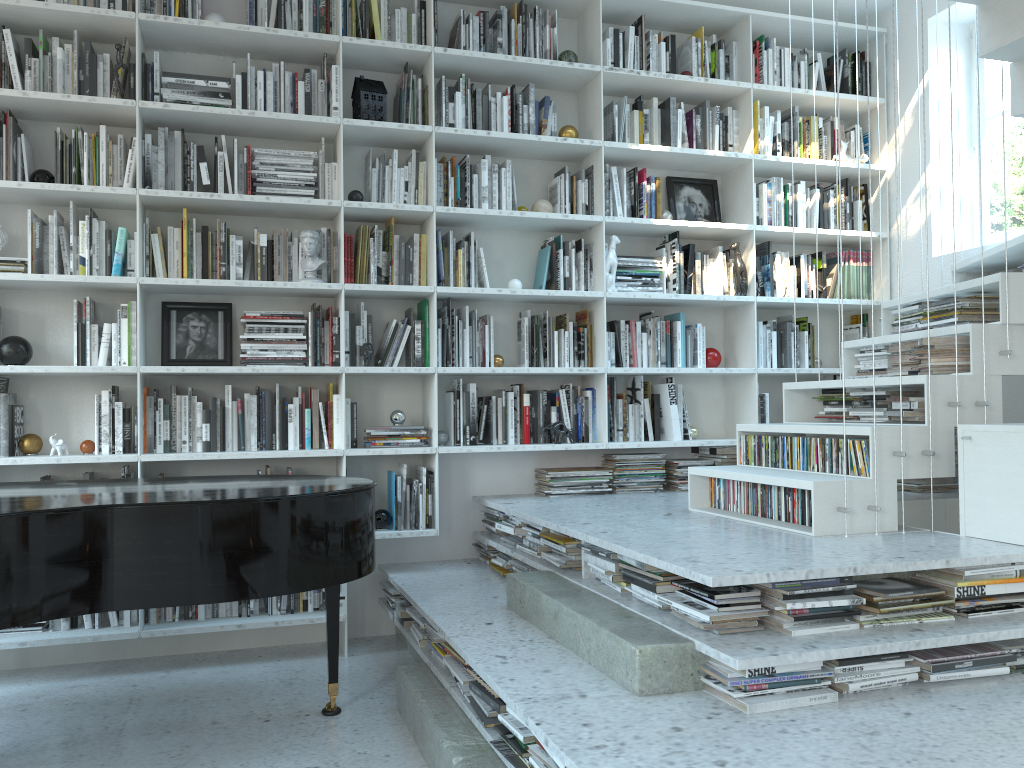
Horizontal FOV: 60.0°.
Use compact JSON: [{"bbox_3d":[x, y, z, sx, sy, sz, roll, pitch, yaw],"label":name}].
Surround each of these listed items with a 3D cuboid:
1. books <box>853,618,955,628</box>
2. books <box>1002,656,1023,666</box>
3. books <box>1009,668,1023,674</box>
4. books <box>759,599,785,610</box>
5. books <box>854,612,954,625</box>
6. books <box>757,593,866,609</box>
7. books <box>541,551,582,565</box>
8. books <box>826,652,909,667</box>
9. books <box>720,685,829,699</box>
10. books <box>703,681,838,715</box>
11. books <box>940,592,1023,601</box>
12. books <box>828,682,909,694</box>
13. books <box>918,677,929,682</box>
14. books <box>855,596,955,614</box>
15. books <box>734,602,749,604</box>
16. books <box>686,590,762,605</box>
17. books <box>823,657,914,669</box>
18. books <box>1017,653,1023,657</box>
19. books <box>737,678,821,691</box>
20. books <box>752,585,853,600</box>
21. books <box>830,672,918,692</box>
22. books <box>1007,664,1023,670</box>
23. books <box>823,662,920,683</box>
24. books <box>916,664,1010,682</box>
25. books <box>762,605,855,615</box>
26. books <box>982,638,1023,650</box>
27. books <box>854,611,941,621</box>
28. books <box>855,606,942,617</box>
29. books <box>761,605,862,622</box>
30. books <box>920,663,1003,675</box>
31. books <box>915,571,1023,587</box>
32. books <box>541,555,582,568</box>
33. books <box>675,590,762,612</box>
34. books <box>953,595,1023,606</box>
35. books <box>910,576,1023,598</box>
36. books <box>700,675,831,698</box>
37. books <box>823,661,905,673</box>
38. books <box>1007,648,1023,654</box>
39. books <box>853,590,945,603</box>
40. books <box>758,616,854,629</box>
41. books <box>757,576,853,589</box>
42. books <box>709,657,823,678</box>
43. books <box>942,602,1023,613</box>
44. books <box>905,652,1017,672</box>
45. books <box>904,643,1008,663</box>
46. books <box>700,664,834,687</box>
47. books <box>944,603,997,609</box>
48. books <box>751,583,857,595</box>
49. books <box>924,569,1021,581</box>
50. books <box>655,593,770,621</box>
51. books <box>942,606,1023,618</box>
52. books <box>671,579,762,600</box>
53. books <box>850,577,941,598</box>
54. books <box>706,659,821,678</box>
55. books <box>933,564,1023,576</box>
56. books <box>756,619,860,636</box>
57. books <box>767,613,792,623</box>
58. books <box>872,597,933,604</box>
[{"bbox_3d":[1.073,0.659,2.521,0.291,0.007,0.174,0,-2,-15],"label":"books"},{"bbox_3d":[1.439,0.765,2.527,0.234,0.017,0.151,0,-2,-17],"label":"books"},{"bbox_3d":[1.441,0.786,2.520,0.261,0.006,0.151,0,-2,-22],"label":"books"},{"bbox_3d":[0.802,0.595,2.448,0.260,0.009,0.153,0,-2,-15],"label":"books"},{"bbox_3d":[1.073,0.653,2.520,0.287,0.005,0.165,0,-2,-13],"label":"books"},{"bbox_3d":[0.808,0.582,2.427,0.230,0.015,0.190,0,-2,-13],"label":"books"},{"bbox_3d":[0.241,0.670,3.440,0.178,0.014,0.247,0,-2,-20],"label":"books"},{"bbox_3d":[0.913,0.715,2.363,0.220,0.013,0.149,0,-2,-19],"label":"books"},{"bbox_3d":[0.646,0.764,2.268,0.264,0.006,0.164,0,-2,-17],"label":"books"},{"bbox_3d":[0.652,0.779,2.249,0.262,0.023,0.200,0,-2,-20],"label":"books"},{"bbox_3d":[1.353,0.611,2.624,0.268,0.014,0.160,0,-2,-19],"label":"books"},{"bbox_3d":[0.915,0.783,2.358,0.208,0.015,0.152,0,-2,-20],"label":"books"},{"bbox_3d":[1.185,0.786,2.450,0.249,0.009,0.144,0,-2,-19],"label":"books"},{"bbox_3d":[1.076,0.613,2.511,0.273,0.014,0.188,0,-2,-23],"label":"books"},{"bbox_3d":[0.595,0.589,2.484,0.091,0.011,0.190,0,-2,-20],"label":"books"},{"bbox_3d":[0.569,0.580,2.476,0.132,0.009,0.269,0,-2,-14],"label":"books"},{"bbox_3d":[0.914,0.724,2.360,0.242,0.005,0.152,0,-2,-17],"label":"books"},{"bbox_3d":[1.438,0.753,2.531,0.225,0.007,0.133,0,-2,-14],"label":"books"},{"bbox_3d":[0.648,0.743,2.262,0.210,0.012,0.168,0,-2,-14],"label":"books"},{"bbox_3d":[0.800,0.566,2.452,0.221,0.018,0.154,0,-2,-17],"label":"books"},{"bbox_3d":[0.919,0.766,2.344,0.232,0.019,0.169,0,-2,-23],"label":"books"},{"bbox_3d":[1.440,0.779,2.525,0.179,0.010,0.160,0,-2,-18],"label":"books"},{"bbox_3d":[0.916,0.750,2.355,0.272,0.012,0.158,0,-2,-20],"label":"books"},{"bbox_3d":[1.191,0.771,2.430,0.250,0.018,0.177,0,-2,-15],"label":"books"},{"bbox_3d":[0.803,0.605,2.445,0.210,0.012,0.168,0,-2,-17],"label":"books"},{"bbox_3d":[1.436,0.733,2.536,0.215,0.007,0.130,0,-2,-16],"label":"books"},{"bbox_3d":[1.067,0.644,2.540,0.293,0.014,0.134,0,-2,-21],"label":"books"},{"bbox_3d":[1.071,0.628,2.525,0.214,0.015,0.177,0,-2,-17],"label":"books"},{"bbox_3d":[0.806,0.617,2.435,0.215,0.013,0.189,0,-2,-19],"label":"books"},{"bbox_3d":[1.189,0.760,2.436,0.254,0.005,0.161,0,-2,-22],"label":"books"},{"bbox_3d":[1.358,0.567,2.609,0.261,0.012,0.179,0,-2,-14],"label":"books"},{"bbox_3d":[0.235,0.682,3.438,0.182,0.011,0.253,0,-2,-14],"label":"books"},{"bbox_3d":[0.574,0.601,2.477,0.137,0.012,0.242,0,-2,-17],"label":"books"},{"bbox_3d":[1.359,0.621,2.604,0.281,0.008,0.181,0,-2,-13],"label":"books"},{"bbox_3d":[1.355,0.588,2.616,0.284,0.030,0.177,0,-2,-17],"label":"books"},{"bbox_3d":[0.646,0.757,2.268,0.285,0.008,0.159,0,-2,-20],"label":"books"},{"bbox_3d":[0.912,0.736,2.366,0.211,0.018,0.134,0,-2,-15],"label":"books"},{"bbox_3d":[1.436,0.743,2.536,0.229,0.014,0.133,0,-2,-19],"label":"books"},{"bbox_3d":[1.070,0.590,2.528,0.245,0.013,0.172,0,-2,-19],"label":"books"},{"bbox_3d":[0.801,0.642,2.452,0.227,0.013,0.148,0,-2,-20],"label":"books"},{"bbox_3d":[0.796,0.541,2.464,0.261,0.016,0.128,0,-2,-19],"label":"books"},{"bbox_3d":[0.646,0.702,2.265,0.234,0.025,0.157,0,-2,-23],"label":"books"},{"bbox_3d":[1.354,0.646,2.622,0.259,0.009,0.152,0,-2,-21],"label":"books"},{"bbox_3d":[1.191,0.740,2.428,0.287,0.018,0.190,0,-2,-19],"label":"books"},{"bbox_3d":[1.181,0.727,2.435,0.275,0.009,0.176,0,-2,-18],"label":"books"},{"bbox_3d":[0.646,0.731,2.266,0.292,0.012,0.159,0,-2,-15],"label":"books"},{"bbox_3d":[1.352,0.634,2.628,0.262,0.016,0.132,0,-2,-23],"label":"books"},{"bbox_3d":[0.803,0.553,2.444,0.228,0.009,0.159,0,-2,-22],"label":"books"},{"bbox_3d":[1.355,0.549,2.616,0.192,0.024,0.167,0,-2,-13],"label":"books"},{"bbox_3d":[0.551,0.614,2.470,0.184,0.014,0.297,0,-2,-19],"label":"books"},{"bbox_3d":[1.357,0.655,2.613,0.220,0.011,0.177,0,-2,-20],"label":"books"},{"bbox_3d":[0.566,0.568,2.476,0.149,0.014,0.228,0,-2,-20],"label":"books"},{"bbox_3d":[1.072,0.578,2.521,0.203,0.011,0.173,0,-2,-23],"label":"books"},{"bbox_3d":[0.642,0.720,2.278,0.257,0.010,0.132,0,-2,-14],"label":"books"},{"bbox_3d":[1.358,0.530,2.606,0.285,0.013,0.181,0,-2,-23],"label":"books"},{"bbox_3d":[0.805,0.656,2.438,0.216,0.015,0.177,0,-2,-20],"label":"books"},{"bbox_3d":[0.799,0.630,2.457,0.207,0.012,0.131,0,-2,-22],"label":"books"},{"bbox_3d":[1.069,0.602,2.532,0.179,0.010,0.160,0,-2,-16],"label":"books"}]
